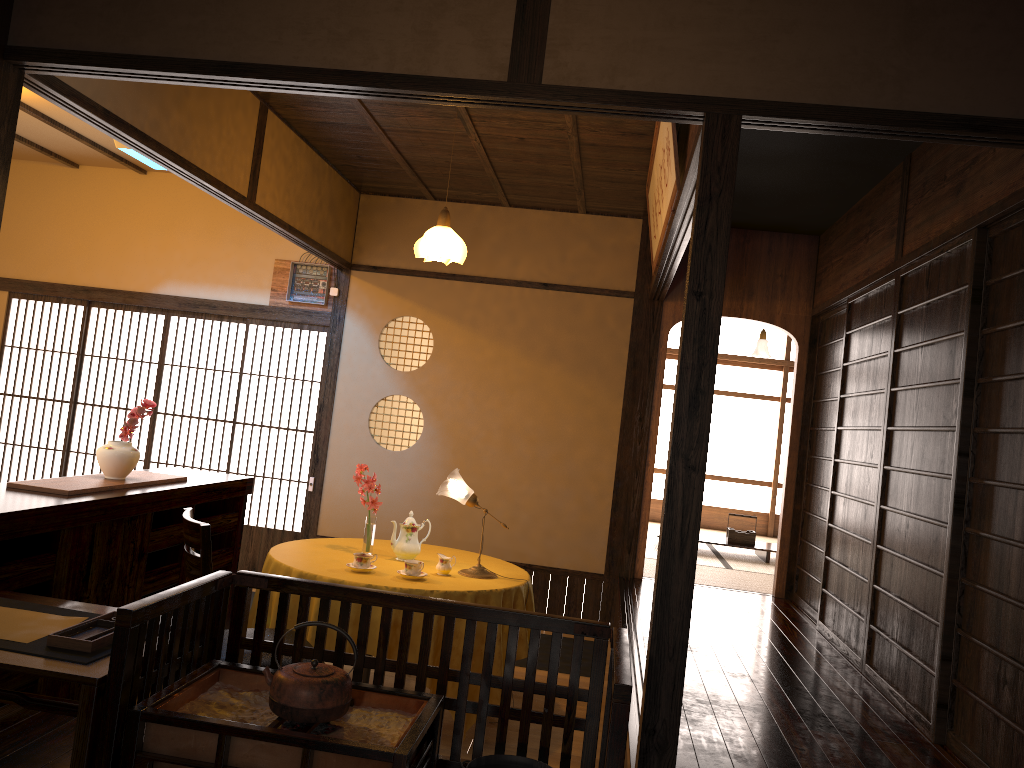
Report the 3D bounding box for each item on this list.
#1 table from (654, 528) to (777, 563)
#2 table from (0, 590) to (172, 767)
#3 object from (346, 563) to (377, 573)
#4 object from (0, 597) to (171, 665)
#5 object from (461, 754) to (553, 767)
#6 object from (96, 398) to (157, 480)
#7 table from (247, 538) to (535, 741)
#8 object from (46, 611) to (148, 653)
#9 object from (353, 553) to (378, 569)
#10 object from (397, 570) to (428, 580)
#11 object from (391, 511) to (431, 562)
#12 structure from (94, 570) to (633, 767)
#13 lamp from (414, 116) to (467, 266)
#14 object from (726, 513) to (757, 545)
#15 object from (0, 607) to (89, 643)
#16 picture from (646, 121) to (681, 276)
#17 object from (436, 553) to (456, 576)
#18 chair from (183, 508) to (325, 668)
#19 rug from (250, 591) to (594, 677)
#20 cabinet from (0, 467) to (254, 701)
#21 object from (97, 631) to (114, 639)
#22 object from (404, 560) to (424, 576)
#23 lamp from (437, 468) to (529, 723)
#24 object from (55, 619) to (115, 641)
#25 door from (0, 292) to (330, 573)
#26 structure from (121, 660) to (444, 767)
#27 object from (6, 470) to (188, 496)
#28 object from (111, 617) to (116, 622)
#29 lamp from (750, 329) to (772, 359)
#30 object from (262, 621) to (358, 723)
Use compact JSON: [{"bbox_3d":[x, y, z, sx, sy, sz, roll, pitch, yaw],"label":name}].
[{"bbox_3d":[1.950,1.525,8.344,1.200,0.118,0.599,6,-2,7],"label":"table"},{"bbox_3d":[-1.375,0.813,2.385,0.880,0.337,0.599,6,-2,7],"label":"table"},{"bbox_3d":[-0.699,0.855,4.108,0.144,0.024,0.144,8,-2,-33],"label":"object"},{"bbox_3d":[-1.365,0.643,2.397,0.761,0.003,0.404,6,-2,10],"label":"object"},{"bbox_3d":[-0.002,1.021,2.152,0.266,0.147,0.267,8,-3,-27],"label":"object"},{"bbox_3d":[-1.790,0.251,4.160,0.189,0.378,0.320,6,-3,15],"label":"object"},{"bbox_3d":[-0.599,1.241,4.462,1.445,0.697,1.440,6,-2,7],"label":"table"},{"bbox_3d":[-1.093,0.659,2.368,0.121,0.028,0.295,6,-2,7],"label":"object"},{"bbox_3d":[-0.692,0.823,4.108,0.099,0.076,0.090,5,-3,31],"label":"object"},{"bbox_3d":[-0.460,0.882,4.080,0.144,0.024,0.144,8,-2,-33],"label":"object"},{"bbox_3d":[-0.523,0.775,4.538,0.164,0.253,0.153,6,-3,20],"label":"object"},{"bbox_3d":[-0.325,0.850,2.273,1.197,0.500,0.596,6,-3,7],"label":"structure"},{"bbox_3d":[-0.331,-1.037,4.629,0.250,0.811,0.276,5,-4,28],"label":"lamp"},{"bbox_3d":[2.158,1.360,8.335,0.260,0.259,0.150,6,-3,7],"label":"object"},{"bbox_3d":[-1.415,0.617,2.391,0.430,0.038,0.275,6,-2,7],"label":"object"},{"bbox_3d":[0.766,-1.017,4.606,0.117,0.566,2.040,6,-2,7],"label":"picture"},{"bbox_3d":[-0.323,0.867,4.265,0.083,0.098,0.078,8,-3,-24],"label":"object"},{"bbox_3d":[-1.079,1.021,3.554,0.576,0.962,0.491,8,-4,-28],"label":"chair"},{"bbox_3d":[-0.883,1.608,5.881,2.956,0.005,0.900,6,-2,7],"label":"rug"},{"bbox_3d":[-1.884,0.933,3.955,0.489,0.972,2.181,6,-2,7],"label":"cabinet"},{"bbox_3d":[-1.058,0.665,2.376,0.012,0.012,0.180,6,-2,7],"label":"object"},{"bbox_3d":[-0.456,0.849,4.077,0.090,0.076,0.099,7,-3,-9],"label":"object"},{"bbox_3d":[-0.174,1.031,4.348,0.512,1.205,0.197,6,-4,7],"label":"lamp"},{"bbox_3d":[-1.110,0.654,2.330,0.082,0.019,0.200,6,-2,7],"label":"object"},{"bbox_3d":[-2.796,0.410,6.853,2.649,2.004,0.066,6,-4,7],"label":"door"},{"bbox_3d":[-0.535,0.921,2.144,0.666,0.300,0.452,6,-3,7],"label":"structure"},{"bbox_3d":[-1.832,0.441,4.018,0.267,0.020,0.996,6,-2,7],"label":"object"},{"bbox_3d":[-1.088,0.661,2.455,0.040,0.021,0.040,8,-3,-31],"label":"object"},{"bbox_3d":[2.419,-0.649,8.472,0.196,0.800,0.224,6,-4,14],"label":"lamp"},{"bbox_3d":[-0.481,0.688,2.157,0.197,0.216,0.198,10,-4,-45],"label":"object"}]
